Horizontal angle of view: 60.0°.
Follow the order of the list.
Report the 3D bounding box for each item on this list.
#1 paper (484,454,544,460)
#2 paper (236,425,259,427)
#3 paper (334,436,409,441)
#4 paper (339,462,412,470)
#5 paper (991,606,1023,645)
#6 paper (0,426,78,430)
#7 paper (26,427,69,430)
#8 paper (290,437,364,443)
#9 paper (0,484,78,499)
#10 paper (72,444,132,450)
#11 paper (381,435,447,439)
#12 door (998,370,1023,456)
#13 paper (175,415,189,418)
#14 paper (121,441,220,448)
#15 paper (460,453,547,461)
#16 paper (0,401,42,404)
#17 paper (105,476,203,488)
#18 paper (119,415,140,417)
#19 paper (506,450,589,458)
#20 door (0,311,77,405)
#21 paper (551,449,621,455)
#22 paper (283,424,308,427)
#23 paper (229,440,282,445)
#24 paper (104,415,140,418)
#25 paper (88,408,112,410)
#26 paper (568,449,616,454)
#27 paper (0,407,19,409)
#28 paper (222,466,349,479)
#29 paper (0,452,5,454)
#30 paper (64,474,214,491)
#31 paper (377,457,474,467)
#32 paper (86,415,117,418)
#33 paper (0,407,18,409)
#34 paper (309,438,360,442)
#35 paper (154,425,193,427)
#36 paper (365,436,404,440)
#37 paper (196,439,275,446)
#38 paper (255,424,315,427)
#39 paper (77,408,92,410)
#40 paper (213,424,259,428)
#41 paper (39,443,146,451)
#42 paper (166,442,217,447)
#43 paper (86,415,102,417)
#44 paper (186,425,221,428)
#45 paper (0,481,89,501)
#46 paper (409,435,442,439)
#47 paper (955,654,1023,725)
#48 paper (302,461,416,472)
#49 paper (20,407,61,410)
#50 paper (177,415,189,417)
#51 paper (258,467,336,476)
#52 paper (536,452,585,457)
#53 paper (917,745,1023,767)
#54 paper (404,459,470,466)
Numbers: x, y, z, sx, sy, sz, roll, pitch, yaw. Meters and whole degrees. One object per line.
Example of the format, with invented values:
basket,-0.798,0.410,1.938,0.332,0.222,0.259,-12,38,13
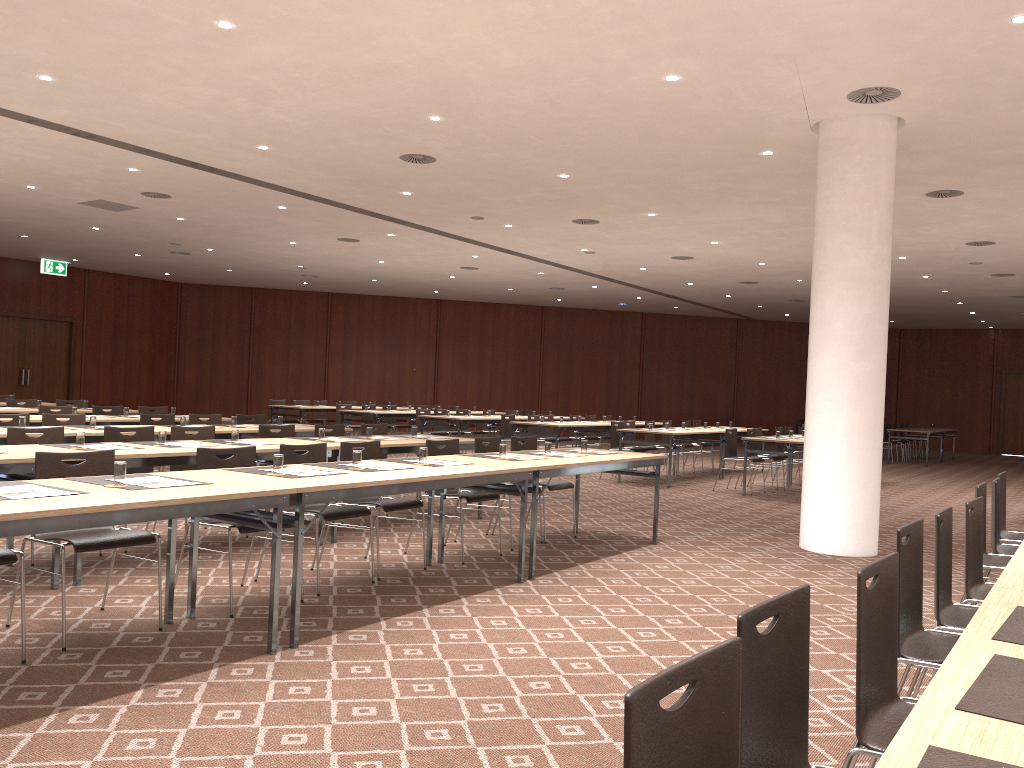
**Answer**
paper,0.018,0.583,7.082,0.398,0.006,0.283,2,0,38
paper,-2.943,0.468,9.862,0.398,0.006,0.283,2,0,36
paper,-1.388,0.535,8.766,0.565,0.003,0.460,2,0,34
paper,-0.891,0.534,5.779,0.398,0.006,0.283,2,0,33
paper,1.502,0.622,2.124,0.565,0.003,0.460,2,0,36
paper,-4.288,0.400,8.007,0.565,0.003,0.460,2,0,32
paper,-4.212,0.399,7.988,0.398,0.006,0.283,2,0,31
paper,-1.714,0.517,8.225,0.565,0.003,0.460,2,0,35
paper,-2.128,0.466,3.860,0.398,0.006,0.283,2,0,34
paper,-2.912,0.447,6.319,0.398,0.006,0.283,2,0,36
paper,-1.002,0.555,9.309,0.565,0.003,0.460,2,0,32
door,16.509,0.940,27.478,2.422,2.699,0.200,3,0,34
paper,-4.321,0.420,11.519,0.565,0.003,0.460,2,0,34
paper,-2.647,0.466,6.883,0.565,0.003,0.460,2,0,30
paper,-0.071,0.583,7.085,0.565,0.003,0.460,2,0,37
paper,-7.647,0.285,13.724,0.565,0.003,0.460,2,0,35
paper,-1.784,0.485,4.414,0.398,0.006,0.283,2,0,34
paper,-4.611,0.400,10.977,0.398,0.006,0.283,2,0,31
paper,0.302,0.603,7.651,0.565,0.003,0.460,2,0,35
door,-11.980,-0.374,21.803,0.200,2.699,2.423,3,0,34
paper,0.664,0.623,8.153,0.565,0.003,0.460,2,0,33
paper,-2.597,0.487,10.405,0.398,0.006,0.283,2,0,33
paper,-2.167,0.487,7.413,0.398,0.006,0.283,2,0,34
paper,-4.681,0.401,10.965,0.565,0.003,0.460,2,0,32
paper,-5.893,0.353,12.632,0.398,0.006,0.283,2,0,35
paper,0.728,0.622,8.187,0.398,0.006,0.283,2,0,33
paper,-6.708,0.314,11.558,0.565,0.003,0.460,2,0,36
paper,-1.327,0.515,5.208,0.565,0.003,0.460,2,0,32
paper,-3.530,0.418,5.533,0.565,0.003,0.460,2,0,33
paper,-1.860,0.486,4.426,0.565,0.003,0.460,2,0,33
paper,-0.616,0.554,6.299,0.565,0.003,0.460,2,0,36
paper,-5.039,0.382,10.458,0.565,0.003,0.460,2,0,33
paper,-6.595,0.315,11.554,0.398,0.006,0.283,2,0,32
paper,-1.646,0.516,8.230,0.398,0.006,0.283,2,0,35
paper,-3.399,0.448,9.309,0.565,0.003,0.460,2,0,34
paper,-1.272,0.536,8.778,0.398,0.006,0.283,2,0,35
paper,-2.272,0.486,7.385,0.565,0.003,0.460,2,0,32
paper,-2.676,0.487,10.424,0.565,0.003,0.460,2,0,33
paper,-5.992,0.352,12.618,0.565,0.003,0.460,2,0,33
paper,-3.029,0.468,9.854,0.565,0.003,0.460,2,0,36
paper,-2.997,0.447,6.335,0.565,0.003,0.460,2,0,33
paper,-2.531,0.467,6.879,0.398,0.006,0.283,2,0,33
paper,-4.953,0.381,10.444,0.398,0.006,0.283,2,0,31
paper,-3.298,0.448,9.323,0.398,0.006,0.283,2,0,34
paper,-2.226,0.466,3.879,0.565,0.003,0.460,2,0,32
paper,-0.911,0.556,9.311,0.398,0.006,0.283,2,0,31
paper,1.165,0.604,1.621,0.565,0.003,0.460,2,0,37
paper,-0.988,0.533,5.734,0.565,0.003,0.460,2,0,35
paper,-6.323,0.334,12.087,0.565,0.003,0.460,2,0,32
paper,-4.233,0.421,11.542,0.398,0.006,0.283,2,0,35
paper,-1.256,0.514,5.224,0.398,0.006,0.283,2,0,36
paper,0.395,0.603,7.625,0.398,0.006,0.283,2,0,34
paper,0.776,0.583,1.075,0.565,0.003,0.460,2,0,34
paper,-0.532,0.553,6.288,0.398,0.006,0.283,2,0,32
